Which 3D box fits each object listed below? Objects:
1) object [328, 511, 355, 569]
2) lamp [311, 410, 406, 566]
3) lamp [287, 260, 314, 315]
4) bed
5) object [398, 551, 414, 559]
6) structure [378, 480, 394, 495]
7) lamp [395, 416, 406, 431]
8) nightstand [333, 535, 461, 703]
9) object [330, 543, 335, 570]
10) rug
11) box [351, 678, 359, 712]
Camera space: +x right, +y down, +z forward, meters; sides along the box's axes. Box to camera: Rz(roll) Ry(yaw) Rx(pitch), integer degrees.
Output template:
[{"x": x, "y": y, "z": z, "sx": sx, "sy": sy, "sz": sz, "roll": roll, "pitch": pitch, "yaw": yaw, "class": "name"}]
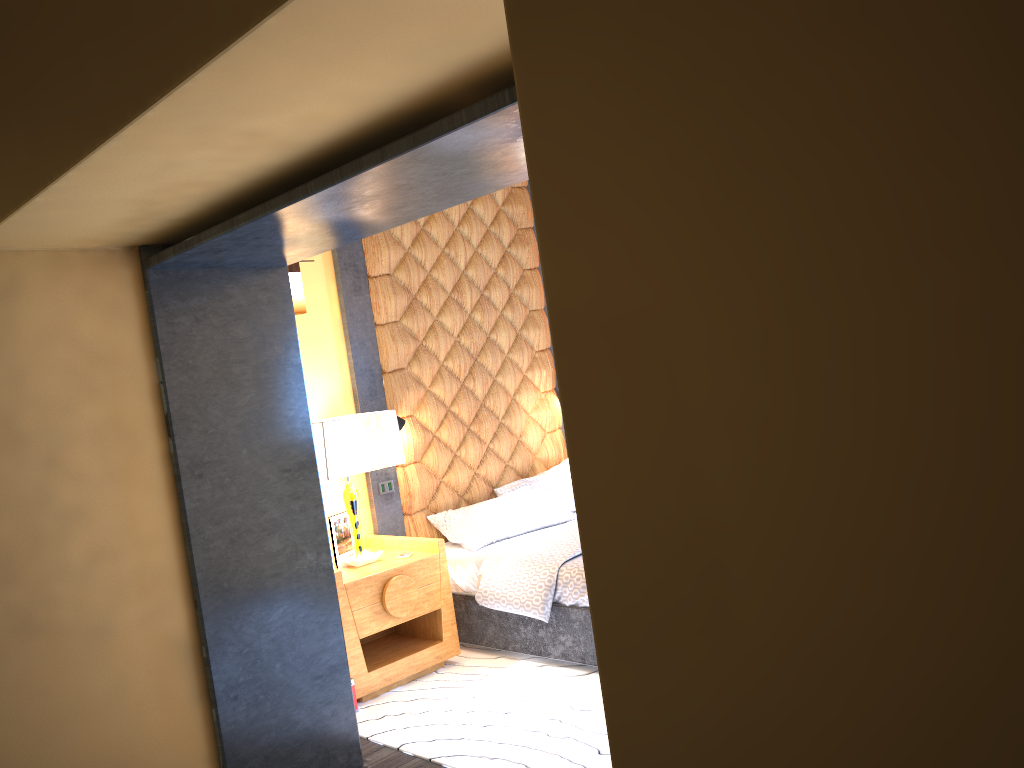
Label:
[{"x": -0.970, "y": 0.864, "z": 4.950, "sx": 0.077, "sy": 0.255, "sz": 0.385, "roll": -8, "pitch": 1, "yaw": 6, "class": "object"}, {"x": -0.880, "y": 0.579, "z": 4.798, "sx": 0.504, "sy": 0.803, "sz": 0.424, "roll": -10, "pitch": 3, "yaw": -44, "class": "lamp"}, {"x": -1.083, "y": -0.605, "z": 4.315, "sx": 0.199, "sy": 0.532, "sz": 0.199, "roll": -8, "pitch": 2, "yaw": 1, "class": "lamp"}, {"x": 0.600, "y": 0.933, "z": 5.280, "sx": 1.885, "sy": 0.825, "sz": 2.109, "roll": -9, "pitch": 2, "yaw": -44, "class": "bed"}, {"x": -0.577, "y": 0.933, "z": 4.831, "sx": 0.064, "sy": 0.018, "sz": 0.111, "roll": -8, "pitch": 1, "yaw": 11, "class": "object"}, {"x": -0.761, "y": 0.624, "z": 5.350, "sx": 0.103, "sy": 0.071, "sz": 0.016, "roll": -10, "pitch": 3, "yaw": -44, "class": "structure"}, {"x": -0.734, "y": 0.264, "z": 5.266, "sx": 0.213, "sy": 0.190, "sz": 0.186, "roll": -9, "pitch": 2, "yaw": -17, "class": "lamp"}, {"x": -0.797, "y": 1.255, "z": 4.817, "sx": 0.707, "sy": 0.700, "sz": 0.721, "roll": -10, "pitch": 2, "yaw": -44, "class": "nightstand"}, {"x": -1.066, "y": 0.903, "z": 4.742, "sx": 0.130, "sy": 0.211, "sz": 0.173, "roll": -10, "pitch": 3, "yaw": -44, "class": "object"}, {"x": 1.185, "y": 1.325, "z": 4.514, "sx": 3.381, "sy": 0.016, "sz": 3.706, "roll": -9, "pitch": 1, "yaw": -44, "class": "rug"}, {"x": -0.990, "y": 1.556, "z": 4.370, "sx": 0.280, "sy": 0.176, "sz": 0.398, "roll": -10, "pitch": 2, "yaw": -44, "class": "box"}]
